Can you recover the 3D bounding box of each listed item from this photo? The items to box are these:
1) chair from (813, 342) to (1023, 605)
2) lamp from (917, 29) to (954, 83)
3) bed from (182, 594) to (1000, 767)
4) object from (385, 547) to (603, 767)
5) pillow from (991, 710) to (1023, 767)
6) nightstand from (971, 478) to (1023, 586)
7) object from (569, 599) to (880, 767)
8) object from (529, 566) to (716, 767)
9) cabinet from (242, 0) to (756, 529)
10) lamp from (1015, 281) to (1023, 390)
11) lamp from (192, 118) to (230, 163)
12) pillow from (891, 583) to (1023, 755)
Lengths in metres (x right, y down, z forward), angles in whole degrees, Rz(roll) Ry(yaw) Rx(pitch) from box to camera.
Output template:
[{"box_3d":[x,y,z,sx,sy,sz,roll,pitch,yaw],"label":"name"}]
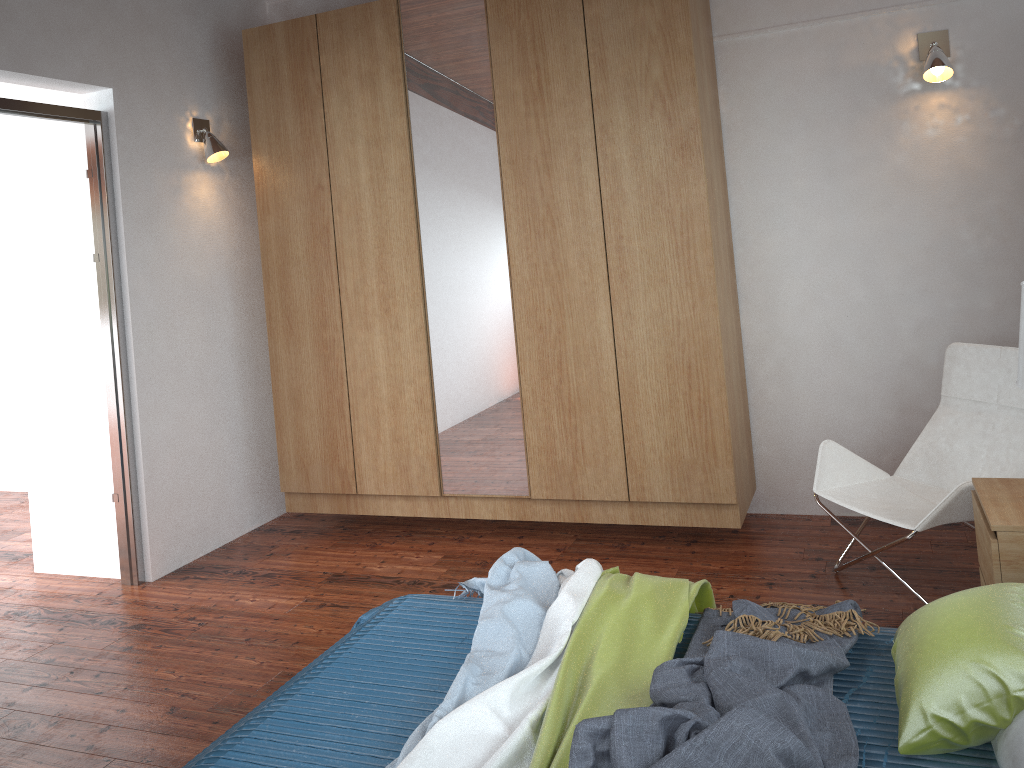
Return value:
[{"box_3d":[1.546,0.302,3.091,0.803,0.798,0.699,-6,3,-17],"label":"chair"},{"box_3d":[1.772,-1.374,3.645,0.120,0.227,0.153,-5,2,24],"label":"lamp"},{"box_3d":[0.278,0.711,1.503,2.562,0.766,2.172,-2,9,23],"label":"bed"},{"box_3d":[-0.196,0.834,1.777,0.534,0.373,2.188,-3,9,18],"label":"object"},{"box_3d":[1.104,0.541,1.672,0.470,0.357,0.886,-4,8,18],"label":"pillow"},{"box_3d":[1.595,0.581,2.291,0.606,0.541,0.432,-3,3,22],"label":"nightstand"},{"box_3d":[0.297,0.737,1.483,0.625,0.404,2.158,-2,9,31],"label":"object"},{"box_3d":[0.131,0.886,1.610,0.489,0.444,2.138,-4,9,18],"label":"object"},{"box_3d":[-0.112,-0.641,4.167,2.190,2.409,0.585,-4,0,22],"label":"cabinet"},{"box_3d":[1.561,0.016,2.298,0.404,0.589,0.409,-4,2,20],"label":"lamp"},{"box_3d":[-1.481,-1.212,4.331,0.142,0.228,0.120,-5,1,22],"label":"lamp"},{"box_3d":[0.779,0.633,1.381,0.309,0.218,1.400,-3,9,22],"label":"pillow"}]
